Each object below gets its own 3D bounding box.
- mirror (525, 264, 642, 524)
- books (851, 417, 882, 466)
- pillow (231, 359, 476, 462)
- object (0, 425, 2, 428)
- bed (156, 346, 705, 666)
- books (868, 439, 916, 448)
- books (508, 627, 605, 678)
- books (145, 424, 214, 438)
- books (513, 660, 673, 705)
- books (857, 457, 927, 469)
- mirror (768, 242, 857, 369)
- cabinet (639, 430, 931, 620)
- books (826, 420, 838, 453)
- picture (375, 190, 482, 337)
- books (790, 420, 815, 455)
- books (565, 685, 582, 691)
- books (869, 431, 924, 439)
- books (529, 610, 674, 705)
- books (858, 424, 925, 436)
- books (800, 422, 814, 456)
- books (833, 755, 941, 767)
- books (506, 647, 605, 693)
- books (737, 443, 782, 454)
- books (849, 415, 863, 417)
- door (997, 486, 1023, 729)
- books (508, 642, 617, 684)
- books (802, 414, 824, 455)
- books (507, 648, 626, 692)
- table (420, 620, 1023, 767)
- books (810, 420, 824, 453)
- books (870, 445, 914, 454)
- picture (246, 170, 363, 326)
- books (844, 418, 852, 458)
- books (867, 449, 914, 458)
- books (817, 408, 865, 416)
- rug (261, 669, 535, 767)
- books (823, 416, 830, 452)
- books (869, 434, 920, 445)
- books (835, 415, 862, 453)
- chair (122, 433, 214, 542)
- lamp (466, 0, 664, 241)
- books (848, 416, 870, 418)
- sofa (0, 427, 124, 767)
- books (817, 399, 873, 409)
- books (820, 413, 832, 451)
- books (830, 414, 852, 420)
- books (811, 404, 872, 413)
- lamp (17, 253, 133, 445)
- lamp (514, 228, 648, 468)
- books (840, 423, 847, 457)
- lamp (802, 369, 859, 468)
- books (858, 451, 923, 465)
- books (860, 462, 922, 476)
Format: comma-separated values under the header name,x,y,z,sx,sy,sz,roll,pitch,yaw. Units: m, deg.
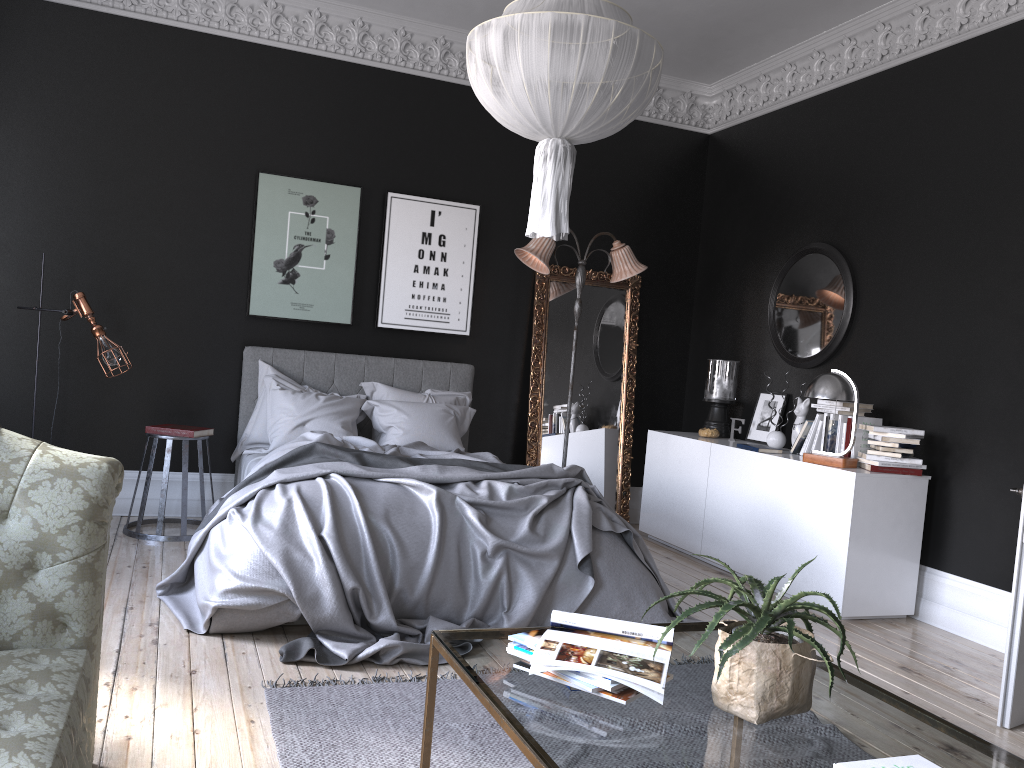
name,x,y,z,sx,sy,sz,roll,pitch,yaw
mirror,0.610,0.114,7.542,0.992,2.194,0.254,4,3,-21
books,2.237,0.366,5.595,0.220,0.308,0.050,4,3,-21
pillow,-1.079,0.258,6.522,1.831,0.760,0.679,4,2,-21
object,-1.962,0.288,2.244,0.516,0.585,1.367,6,2,28
bed,-0.754,0.500,5.474,2.767,1.299,3.279,4,2,-32
books,2.308,0.361,5.387,0.192,0.030,0.289,6,2,43
books,0.191,0.677,2.277,0.253,0.011,0.318,3,2,-44
books,-2.244,0.316,6.002,0.346,0.045,0.275,5,2,9
books,0.205,0.722,2.229,0.318,0.011,0.252,6,2,36
books,2.292,0.479,5.364,0.319,0.025,0.228,5,2,-11
mirror,2.174,-0.574,6.513,0.061,0.925,0.923,4,2,-21
cabinet,1.778,0.903,6.333,0.570,0.883,2.393,4,2,-21
books,2.132,0.373,5.756,0.204,0.270,0.029,4,3,-21
picture,-0.658,-0.945,7.063,0.792,1.079,0.014,4,3,-21
books,2.036,0.367,6.038,0.203,0.246,0.158,4,2,-21
books,0.176,0.735,2.290,0.162,0.023,0.231,4,2,-20
books,2.338,0.307,5.392,0.220,0.024,0.307,6,2,44
books,0.228,0.669,2.206,0.322,0.109,0.273,5,2,14
books,2.300,0.277,5.383,0.306,0.030,0.220,5,2,-1
books,2.078,0.373,6.010,0.195,0.245,0.132,4,3,-21
books,0.790,0.777,1.648,0.220,0.024,0.307,4,2,-21
books,0.182,0.709,2.266,0.253,0.011,0.318,4,2,-39
books,1.707,0.445,6.115,0.193,0.030,0.289,4,2,-15
books,2.205,0.359,5.755,0.221,0.307,0.030,4,3,-21
door,2.595,0.283,3.952,1.098,2.376,0.216,3,3,-34
books,0.192,0.688,2.270,0.318,0.011,0.252,6,2,41
books,2.096,0.349,5.963,0.220,0.296,0.126,4,3,-21
books,0.191,0.699,2.251,0.318,0.011,0.252,6,2,41
table,0.509,1.063,2.088,1.093,0.559,1.447,4,2,-21
books,2.108,0.371,5.934,0.195,0.256,0.091,4,3,-21
books,2.310,0.391,5.403,0.193,0.030,0.289,5,2,10
picture,-1.561,-1.014,6.714,0.792,1.079,0.014,4,3,-21
books,2.224,0.370,5.636,0.235,0.295,0.038,4,3,-21
books,2.303,0.421,5.396,0.202,0.029,0.268,6,2,39
books,2.160,0.184,5.832,0.195,0.026,0.258,5,2,-11
rug,0.610,1.337,2.199,2.106,0.050,3.640,4,2,-20
books,2.129,0.360,5.811,0.193,0.290,0.030,4,3,-21
books,2.317,0.332,5.383,0.220,0.030,0.306,5,2,9
books,2.189,0.359,5.720,0.220,0.307,0.024,4,3,-21
chair,-2.286,0.672,6.014,0.613,0.673,0.613,6,2,23
lamp,0.232,-1.595,3.499,0.781,2.050,0.783,6,3,22
books,2.235,0.364,5.677,0.221,0.307,0.030,4,3,-21
sofa,-1.550,0.635,1.398,1.607,1.162,2.809,4,2,-20
books,2.190,0.133,5.834,0.220,0.030,0.306,5,2,-11
books,2.155,0.352,5.886,0.221,0.307,0.030,4,3,-21
books,2.161,0.354,5.794,0.220,0.307,0.024,4,3,-21
books,2.163,0.159,5.824,0.220,0.024,0.307,4,2,-31
lamp,-3.279,0.032,5.751,1.717,1.780,0.437,6,3,17
lamp,0.461,0.002,6.906,0.986,2.413,0.772,5,3,12
books,2.199,0.384,5.696,0.195,0.259,0.026,4,3,-21
lamp,1.971,0.203,5.484,0.328,0.591,0.340,3,3,-41
books,2.293,0.450,5.391,0.318,0.031,0.229,5,2,9
books,2.284,0.510,5.356,0.295,0.038,0.234,5,2,6
